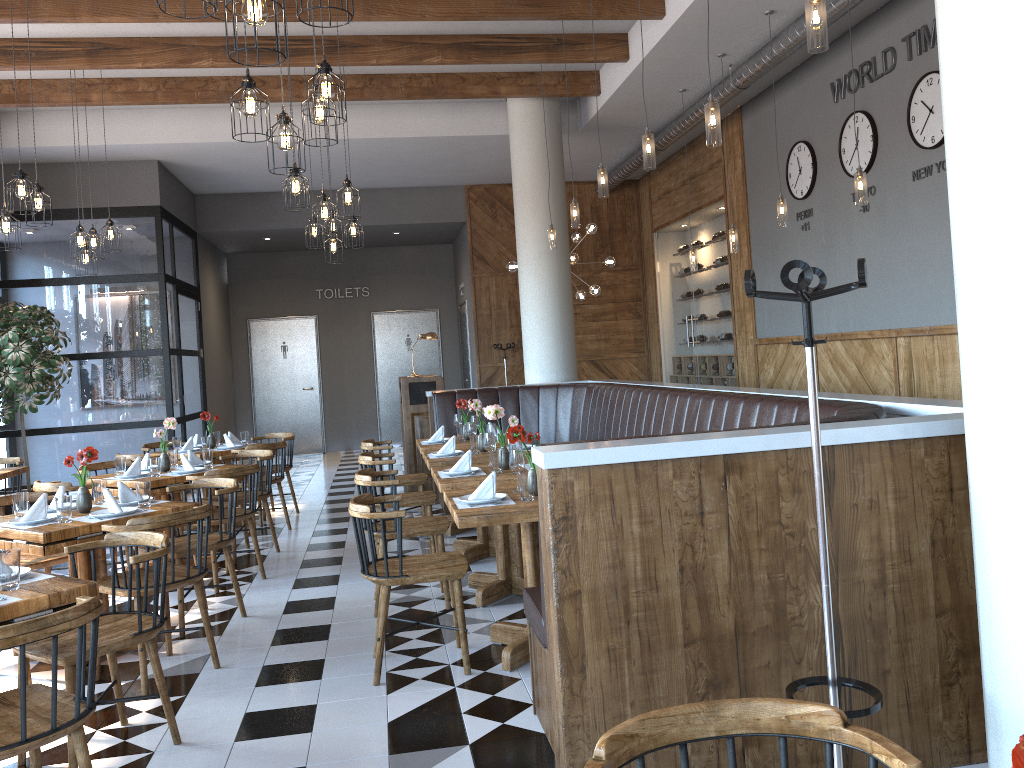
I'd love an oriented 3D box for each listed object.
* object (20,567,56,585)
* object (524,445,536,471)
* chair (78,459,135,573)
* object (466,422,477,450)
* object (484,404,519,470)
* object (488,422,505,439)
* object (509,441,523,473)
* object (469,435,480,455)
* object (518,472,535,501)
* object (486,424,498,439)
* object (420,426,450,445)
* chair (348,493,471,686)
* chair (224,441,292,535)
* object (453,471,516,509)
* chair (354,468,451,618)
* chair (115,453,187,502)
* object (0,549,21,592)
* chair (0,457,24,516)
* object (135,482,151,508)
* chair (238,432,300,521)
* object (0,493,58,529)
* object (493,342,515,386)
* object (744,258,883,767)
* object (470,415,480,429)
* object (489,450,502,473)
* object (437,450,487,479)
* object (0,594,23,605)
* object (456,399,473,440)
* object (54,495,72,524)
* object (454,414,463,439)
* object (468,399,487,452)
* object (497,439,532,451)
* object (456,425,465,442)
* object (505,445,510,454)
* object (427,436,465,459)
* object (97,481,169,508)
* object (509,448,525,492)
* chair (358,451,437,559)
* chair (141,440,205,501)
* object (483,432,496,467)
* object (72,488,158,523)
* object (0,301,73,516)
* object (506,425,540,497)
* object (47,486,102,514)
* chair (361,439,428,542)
[{"bbox_3d":[-2.060,0.657,3.148,0.576,0.137,0.583,-2,2,36],"label":"object"},{"bbox_3d":[0.205,0.439,5.478,0.272,0.137,0.352,-4,1,-9],"label":"object"},{"bbox_3d":[-3.078,1.029,6.972,0.549,0.817,0.520,-4,0,36],"label":"chair"},{"bbox_3d":[-0.304,0.395,6.702,0.081,0.215,0.081,-4,0,-17],"label":"object"},{"bbox_3d":[-0.058,0.325,5.468,0.206,0.400,0.146,-4,0,-6],"label":"object"},{"bbox_3d":[-0.128,0.393,7.659,0.272,0.137,0.352,-4,1,-9],"label":"object"},{"bbox_3d":[0.024,0.418,5.276,0.081,0.215,0.081,-4,-1,45],"label":"object"},{"bbox_3d":[-0.265,0.443,6.427,0.080,0.132,0.080,-4,0,-24],"label":"object"},{"bbox_3d":[0.072,0.489,4.224,0.080,0.132,0.080,-4,0,-24],"label":"object"},{"bbox_3d":[-0.142,0.395,6.364,0.081,0.215,0.081,-4,0,22],"label":"object"},{"bbox_3d":[-0.647,0.429,7.588,0.272,0.137,0.352,-4,1,-9],"label":"object"},{"bbox_3d":[-0.485,0.946,4.262,0.550,0.817,0.519,-4,0,-9],"label":"chair"},{"bbox_3d":[-2.327,0.946,8.078,0.549,0.817,0.520,-4,0,36],"label":"chair"},{"bbox_3d":[-0.144,0.498,4.297,0.272,0.137,0.352,-4,1,-9],"label":"object"},{"bbox_3d":[-0.651,0.923,5.351,0.550,0.817,0.519,-4,0,-9],"label":"chair"},{"bbox_3d":[-3.226,1.008,7.940,0.519,0.817,0.550,-4,0,36],"label":"chair"},{"bbox_3d":[-1.733,0.641,3.051,0.080,0.132,0.080,-4,0,-44],"label":"object"},{"bbox_3d":[-4.692,1.101,7.972,0.519,0.817,0.549,-4,0,-9],"label":"chair"},{"bbox_3d":[-2.004,0.604,4.821,0.080,0.132,0.080,-4,0,-4],"label":"object"},{"bbox_3d":[-2.477,0.927,9.000,0.519,0.817,0.550,-4,0,36],"label":"chair"},{"bbox_3d":[-2.455,0.639,4.547,0.351,0.137,0.272,-3,2,36],"label":"object"},{"bbox_3d":[-0.065,0.226,13.026,0.374,1.659,0.374,-4,-1,14],"label":"object"},{"bbox_3d":[0.864,0.494,2.452,0.375,1.659,0.374,-3,-1,-31],"label":"object"},{"bbox_3d":[-0.309,0.372,7.455,0.081,0.215,0.081,-4,0,22],"label":"object"},{"bbox_3d":[-0.095,0.466,5.313,0.080,0.132,0.080,-4,0,-4],"label":"object"},{"bbox_3d":[-0.314,0.475,5.407,0.272,0.137,0.352,-4,1,-9],"label":"object"},{"bbox_3d":[-1.813,0.651,2.834,0.272,0.137,0.352,-3,2,37],"label":"object"},{"bbox_3d":[-0.398,0.302,7.639,0.156,0.355,0.171,-4,0,-15],"label":"object"},{"bbox_3d":[-2.254,0.631,4.459,0.080,0.132,0.080,-4,0,6],"label":"object"},{"bbox_3d":[-0.471,0.372,7.793,0.081,0.215,0.081,-4,0,-17],"label":"object"},{"bbox_3d":[-0.251,0.304,6.550,0.146,0.400,0.206,-4,0,-1],"label":"object"},{"bbox_3d":[0.038,0.416,6.573,0.272,0.137,0.352,-4,1,-9],"label":"object"},{"bbox_3d":[-0.432,0.420,7.518,0.080,0.132,0.080,-4,0,-24],"label":"object"},{"bbox_3d":[-0.010,0.452,5.590,0.080,0.132,0.080,-4,0,-9],"label":"object"},{"bbox_3d":[-0.481,0.452,6.502,0.272,0.137,0.352,-4,1,-9],"label":"object"},{"bbox_3d":[-2.145,0.606,4.980,0.351,0.137,0.272,-3,2,36],"label":"object"},{"bbox_3d":[0.028,0.441,4.531,0.081,0.215,0.081,-4,0,0],"label":"object"},{"bbox_3d":[-0.817,0.900,6.440,0.550,0.817,0.519,-4,0,-9],"label":"chair"},{"bbox_3d":[-3.364,0.989,8.841,0.549,0.817,0.520,-4,0,36],"label":"chair"},{"bbox_3d":[-0.142,0.417,5.642,0.081,0.215,0.081,-4,-1,45],"label":"object"},{"bbox_3d":[-2.081,0.613,4.608,0.272,0.137,0.352,-3,2,37],"label":"object"},{"bbox_3d":[-5.624,0.221,9.590,1.636,2.593,1.378,-4,0,-25],"label":"object"},{"bbox_3d":[0.066,0.374,4.354,0.171,0.355,0.156,-4,0,-6],"label":"object"},{"bbox_3d":[-2.518,0.632,4.920,0.272,0.137,0.352,-3,2,37],"label":"object"},{"bbox_3d":[-0.984,0.877,7.530,0.550,0.817,0.519,-4,0,-9],"label":"chair"}]
